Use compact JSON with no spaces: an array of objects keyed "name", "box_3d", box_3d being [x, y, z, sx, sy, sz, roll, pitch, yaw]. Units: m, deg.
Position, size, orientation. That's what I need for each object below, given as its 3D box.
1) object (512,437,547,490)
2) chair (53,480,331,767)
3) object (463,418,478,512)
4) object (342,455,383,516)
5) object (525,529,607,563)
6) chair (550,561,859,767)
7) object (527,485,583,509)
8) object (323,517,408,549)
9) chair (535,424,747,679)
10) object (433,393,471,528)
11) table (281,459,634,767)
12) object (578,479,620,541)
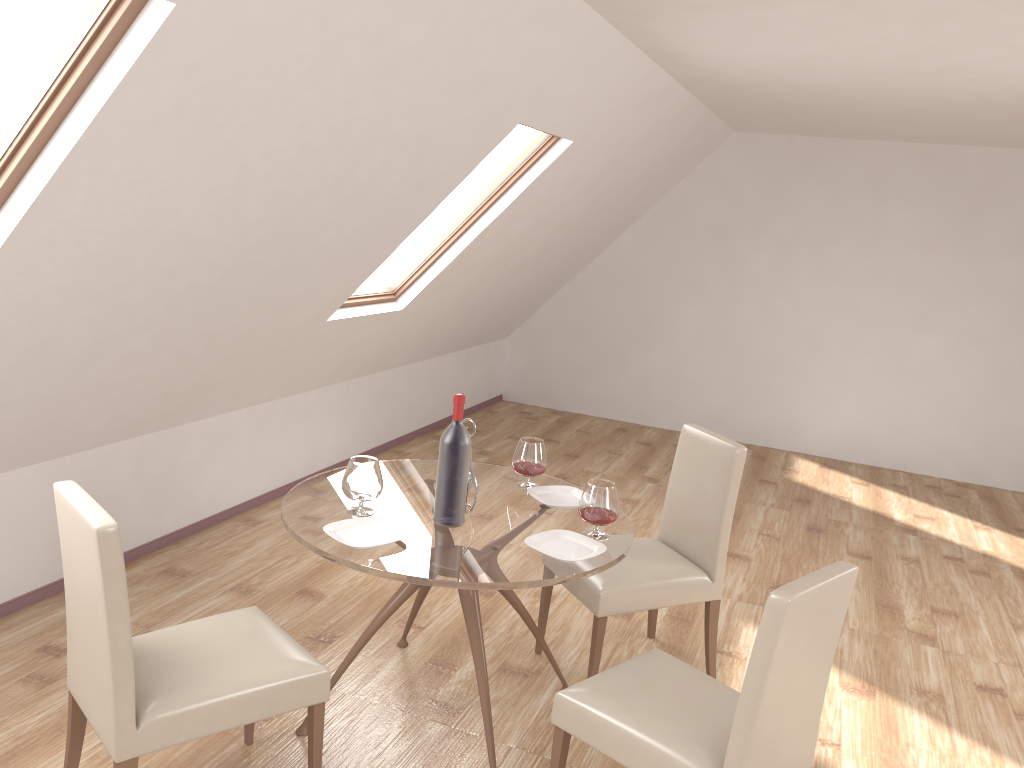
[{"name":"object","box_3d":[0.067,0.301,3.377,0.136,0.183,0.136,5,11,-1]},{"name":"chair","box_3d":[-0.894,0.758,2.477,0.618,0.999,0.477,-4,15,-41]},{"name":"object","box_3d":[-0.161,0.275,3.034,0.086,0.322,0.096,2,12,-16]},{"name":"object","box_3d":[-0.494,0.335,2.930,0.136,0.183,0.136,-5,15,-42]},{"name":"object","box_3d":[0.167,0.512,2.779,0.228,0.020,0.228,16,15,42]},{"name":"chair","box_3d":[0.502,0.899,2.454,0.477,0.999,0.618,-5,16,-44]},{"name":"object","box_3d":[0.179,0.419,3.255,0.228,0.020,0.228,1,12,-24]},{"name":"object","box_3d":[-0.451,0.462,2.727,0.228,0.020,0.228,-5,15,-43]},{"name":"chair","box_3d":[0.506,0.686,3.530,0.618,0.999,0.477,0,12,-24]},{"name":"object","box_3d":[-0.188,0.245,2.876,0.109,0.435,0.109,9,12,16]},{"name":"table","box_3d":[-0.215,0.809,3.139,1.198,0.770,1.198,15,15,40]},{"name":"object","box_3d":[0.286,0.413,2.921,0.136,0.183,0.136,5,11,-1]}]
